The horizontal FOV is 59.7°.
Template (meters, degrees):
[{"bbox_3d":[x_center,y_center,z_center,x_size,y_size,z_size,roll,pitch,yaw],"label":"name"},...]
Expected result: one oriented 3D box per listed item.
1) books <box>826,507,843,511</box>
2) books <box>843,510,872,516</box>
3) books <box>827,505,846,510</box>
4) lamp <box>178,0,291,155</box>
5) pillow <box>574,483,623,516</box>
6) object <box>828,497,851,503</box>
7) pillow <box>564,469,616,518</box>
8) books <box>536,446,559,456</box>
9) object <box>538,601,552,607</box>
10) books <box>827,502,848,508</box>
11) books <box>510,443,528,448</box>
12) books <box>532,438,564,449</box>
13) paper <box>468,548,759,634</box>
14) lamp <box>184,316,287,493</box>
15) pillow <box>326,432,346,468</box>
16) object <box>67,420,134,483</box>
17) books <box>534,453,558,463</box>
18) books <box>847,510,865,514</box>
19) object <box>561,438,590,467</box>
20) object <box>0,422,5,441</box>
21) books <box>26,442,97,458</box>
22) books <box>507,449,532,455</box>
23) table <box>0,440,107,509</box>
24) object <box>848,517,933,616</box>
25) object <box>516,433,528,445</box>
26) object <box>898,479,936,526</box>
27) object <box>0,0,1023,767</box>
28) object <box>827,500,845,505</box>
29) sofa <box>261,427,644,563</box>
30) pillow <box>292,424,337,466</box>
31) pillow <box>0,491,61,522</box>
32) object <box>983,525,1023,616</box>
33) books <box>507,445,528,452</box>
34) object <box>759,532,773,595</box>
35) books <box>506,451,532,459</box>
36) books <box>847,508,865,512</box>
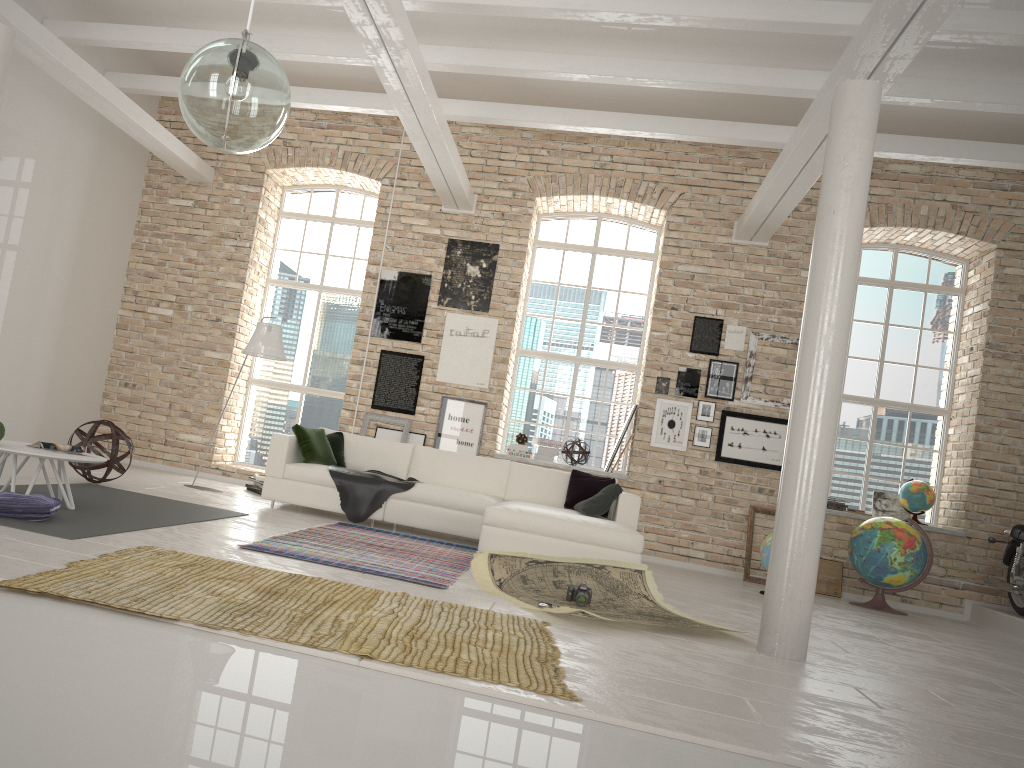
[{"bbox_3d":[3.285,1.291,9.216,0.263,0.025,0.197,9,-5,10],"label":"books"},{"bbox_3d":[3.478,1.303,8.983,0.234,0.022,0.172,9,-5,10],"label":"books"},{"bbox_3d":[3.290,1.266,9.222,0.261,0.029,0.198,9,-5,9],"label":"books"},{"bbox_3d":[-1.167,-1.812,4.062,0.529,1.597,0.476,7,-5,23],"label":"lamp"},{"bbox_3d":[0.745,0.985,7.699,0.342,0.305,0.416,10,-5,-2],"label":"pillow"},{"bbox_3d":[3.343,1.209,9.225,0.448,0.089,0.101,14,-6,-38],"label":"object"},{"bbox_3d":[0.709,0.999,8.119,0.439,0.389,0.236,8,-4,11],"label":"pillow"},{"bbox_3d":[0.398,0.751,10.053,0.241,0.088,0.314,9,-5,3],"label":"books"},{"bbox_3d":[0.258,1.239,4.939,0.232,0.019,0.095,9,-5,7],"label":"object"},{"bbox_3d":[3.304,1.243,9.223,0.262,0.026,0.200,9,-5,5],"label":"books"},{"bbox_3d":[0.073,0.680,9.839,0.184,0.030,0.176,10,-5,-2],"label":"books"},{"bbox_3d":[0.401,0.666,10.055,0.299,0.084,0.234,10,-5,-10],"label":"books"},{"bbox_3d":[0.610,1.200,5.175,1.394,0.265,1.117,12,-6,-26],"label":"paper"},{"bbox_3d":[-2.686,0.199,8.772,1.072,1.773,0.421,5,-6,42],"label":"lamp"},{"bbox_3d":[-1.808,0.623,8.629,0.387,0.364,0.333,13,-6,-34],"label":"pillow"},{"bbox_3d":[-3.511,0.575,7.610,0.522,0.542,0.562,11,-5,-15],"label":"object"},{"bbox_3d":[0.384,0.833,10.046,0.246,0.088,0.307,8,-5,13],"label":"books"},{"bbox_3d":[3.472,1.286,8.992,0.104,0.014,0.136,11,-5,-10],"label":"books"},{"bbox_3d":[0.694,0.744,9.702,0.307,0.307,0.305,9,-5,0],"label":"object"},{"bbox_3d":[-3.138,0.285,5.363,0.156,0.164,0.169,11,-5,-15],"label":"object"},{"bbox_3d":[-2.912,0.415,5.768,0.398,0.048,0.285,6,-6,38],"label":"books"},{"bbox_3d":[0.087,0.746,9.817,0.276,0.024,0.215,9,-5,6],"label":"books"},{"bbox_3d":[-3.066,0.576,5.653,0.959,0.342,0.864,7,-5,23],"label":"table"},{"bbox_3d":[3.493,1.680,8.336,0.635,0.923,0.677,11,-5,-16],"label":"object"},{"bbox_3d":[0.111,0.610,9.889,0.152,0.137,0.134,6,-6,36],"label":"object"},{"bbox_3d":[4.123,1.203,9.093,0.342,0.464,0.318,8,-5,14],"label":"object"},{"bbox_3d":[-0.028,-1.207,5.002,10.402,4.791,11.580,9,-5,8],"label":"object"},{"bbox_3d":[3.303,1.220,9.214,0.219,0.020,0.155,9,-5,10],"label":"object"},{"bbox_3d":[-0.599,0.975,7.696,3.371,0.840,2.116,9,-5,10],"label":"sofa"},{"bbox_3d":[-1.856,0.576,8.364,0.325,0.343,0.390,6,-6,33],"label":"pillow"},{"bbox_3d":[-2.725,0.690,4.968,0.343,0.164,0.366,11,-5,-15],"label":"pillow"},{"bbox_3d":[4.613,1.380,7.453,0.823,1.327,2.146,9,-5,1],"label":"object"},{"bbox_3d":[0.060,0.713,9.839,0.202,0.040,0.196,10,-5,-5],"label":"books"},{"bbox_3d":[2.418,1.579,7.864,0.418,0.630,0.478,13,-6,-41],"label":"object"},{"bbox_3d":[0.078,0.781,9.815,0.282,0.048,0.215,9,-5,6],"label":"books"},{"bbox_3d":[3.470,1.274,9.002,0.129,0.013,0.105,11,-5,-15],"label":"books"}]
